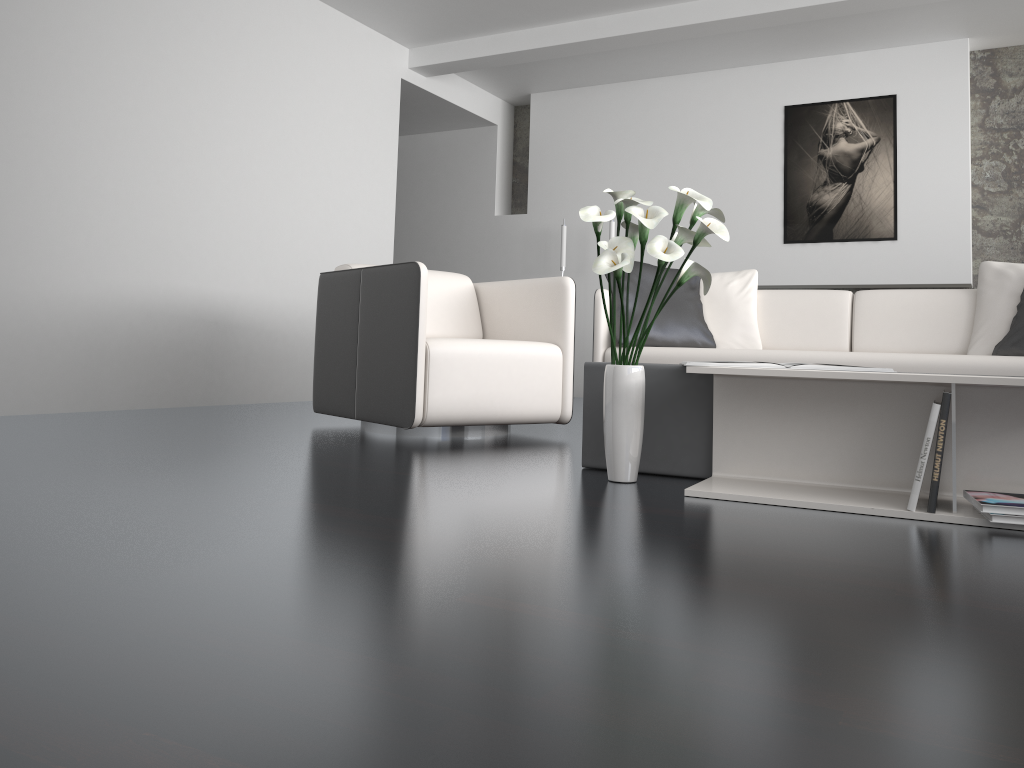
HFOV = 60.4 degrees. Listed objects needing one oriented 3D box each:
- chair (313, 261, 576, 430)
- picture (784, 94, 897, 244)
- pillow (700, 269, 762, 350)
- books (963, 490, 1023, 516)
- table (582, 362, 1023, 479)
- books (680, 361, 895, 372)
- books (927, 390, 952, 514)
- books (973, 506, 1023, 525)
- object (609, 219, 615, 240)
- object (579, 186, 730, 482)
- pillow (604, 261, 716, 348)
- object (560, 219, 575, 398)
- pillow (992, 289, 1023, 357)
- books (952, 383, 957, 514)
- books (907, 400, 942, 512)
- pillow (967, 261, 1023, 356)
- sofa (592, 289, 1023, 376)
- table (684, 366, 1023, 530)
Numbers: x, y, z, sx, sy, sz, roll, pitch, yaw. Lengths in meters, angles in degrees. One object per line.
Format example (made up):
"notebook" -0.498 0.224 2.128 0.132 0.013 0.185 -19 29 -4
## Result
"chair" -0.315 -0.185 3.765 0.764 0.666 0.918 2 -1 -37
"picture" 2.278 -1.486 6.135 0.746 1.013 0.004 1 -5 28
"pillow" 1.002 -0.362 4.568 0.585 0.503 0.321 2 -3 18
"books" 1.142 0.263 1.908 0.263 0.017 0.226 2 2 19
"table" 0.839 0.116 2.475 1.258 0.316 0.297 3 -1 27
"books" 0.766 -0.054 2.529 0.548 0.017 0.357 2 2 9
"books" 0.979 0.147 2.015 0.050 0.265 0.232 0 -3 27
"books" 1.150 0.281 1.883 0.263 0.017 0.212 2 2 19
"object" 0.731 -0.573 6.542 0.180 1.407 0.178 -1 -5 29
"object" 0.371 -0.135 2.316 0.378 0.804 0.443 1 -3 12
"pillow" 0.743 -0.397 4.402 0.564 0.453 0.276 2 -3 -17
"object" 0.387 -0.595 6.846 0.180 1.407 0.178 -1 -5 29
"pillow" 2.321 -0.309 3.641 0.332 0.439 0.550 2 -1 -16
"books" 1.014 0.138 2.019 0.007 0.286 0.204 -1 -3 27
"books" 0.951 0.158 2.025 0.069 0.240 0.226 0 -2 27
"pillow" 2.360 -0.314 3.912 0.587 0.511 0.297 1 -3 33
"sofa" 1.586 -0.138 4.149 2.240 0.666 0.915 3 0 26
"table" 0.925 0.133 2.078 0.969 0.316 0.297 2 -1 26
